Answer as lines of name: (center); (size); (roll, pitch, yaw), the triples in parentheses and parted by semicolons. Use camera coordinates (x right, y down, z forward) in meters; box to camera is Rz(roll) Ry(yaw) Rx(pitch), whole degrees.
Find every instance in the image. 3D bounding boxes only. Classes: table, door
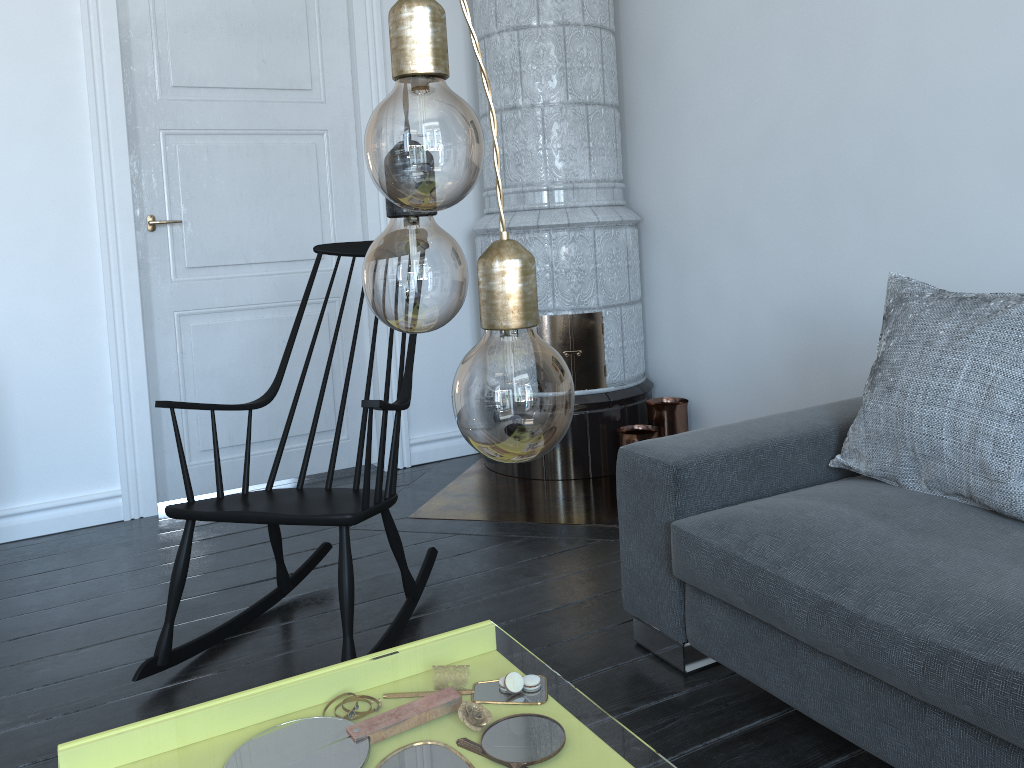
table: (0.044, 0.689, 0.623); (0.603, 0.395, 1.410); (-7, 10, -27)
door: (-1.060, -0.789, 3.604); (1.175, 2.458, 0.116); (-6, 4, -28)

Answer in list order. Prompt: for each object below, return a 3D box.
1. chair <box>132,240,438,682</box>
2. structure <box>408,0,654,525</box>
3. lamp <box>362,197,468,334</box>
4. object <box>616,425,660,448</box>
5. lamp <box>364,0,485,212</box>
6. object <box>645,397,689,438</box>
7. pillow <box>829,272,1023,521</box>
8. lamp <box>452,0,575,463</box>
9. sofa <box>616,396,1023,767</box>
chair: (-0.511, 0.131, 2.330); (0.611, 0.997, 0.916); (-2, 6, 17)
structure: (0.093, -1.066, 3.594); (0.777, 2.870, 1.281); (-2, 4, 17)
lamp: (-0.113, -0.776, 0.575); (0.074, 1.487, 0.087); (-2, 3, 23)
object: (0.503, 0.279, 3.474); (0.173, 0.198, 0.175); (-8, 7, -38)
lamp: (-0.097, -0.848, 0.509); (0.074, 1.487, 0.075); (-2, 3, 19)
object: (0.639, 0.210, 3.592); (0.176, 0.279, 0.174); (-6, 5, -28)
pillow: (1.356, 0.099, 1.276); (0.480, 0.487, 2.071); (-6, 10, -23)
lamp: (-0.049, -0.694, 0.497); (0.089, 1.487, 0.075); (-4, 3, -4)
sofa: (1.246, 0.339, 1.296); (1.090, 0.716, 2.389); (-7, 10, -27)
